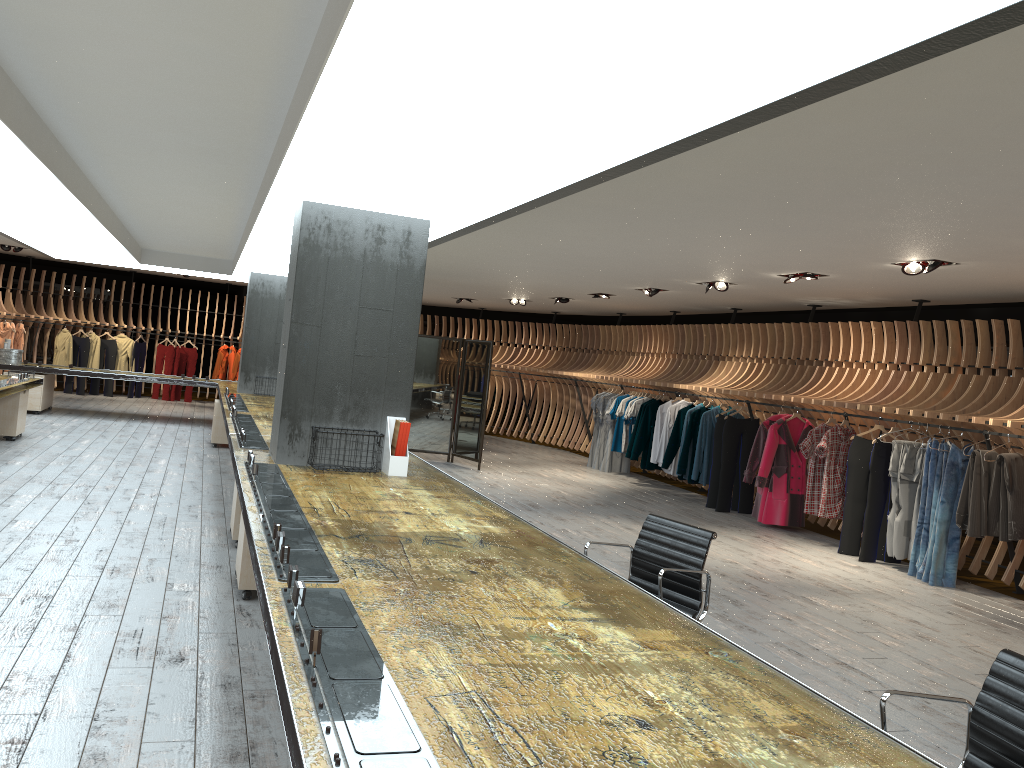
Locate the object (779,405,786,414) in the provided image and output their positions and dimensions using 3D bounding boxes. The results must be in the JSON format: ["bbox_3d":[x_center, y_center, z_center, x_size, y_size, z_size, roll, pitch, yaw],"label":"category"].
[{"bbox_3d":[3.226,0.381,10.590,0.525,0.270,0.012,6,0,-19],"label":"object"}]

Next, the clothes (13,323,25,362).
[{"bbox_3d":[-9.885,-0.643,17.715,0.447,1.156,0.125,6,0,36],"label":"clothes"}]

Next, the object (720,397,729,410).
[{"bbox_3d":[2.819,0.312,11.788,0.525,0.270,0.012,6,0,-9],"label":"object"}]

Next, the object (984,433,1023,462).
[{"bbox_3d":[4.281,0.552,7.629,0.547,0.262,0.023,6,0,-18],"label":"object"}]

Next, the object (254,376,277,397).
[{"bbox_3d":[-3.527,0.045,12.968,0.459,0.289,0.330,6,1,-16],"label":"object"}]

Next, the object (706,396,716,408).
[{"bbox_3d":[2.729,0.297,12.100,0.525,0.270,0.012,6,0,-19],"label":"object"}]

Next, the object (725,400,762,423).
[{"bbox_3d":[2.971,0.340,11.335,0.525,0.270,0.012,6,0,-14],"label":"object"}]

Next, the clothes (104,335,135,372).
[{"bbox_3d":[-8.418,-0.615,19.036,0.705,0.889,0.250,6,0,2],"label":"clothes"}]

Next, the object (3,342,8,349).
[{"bbox_3d":[-8.021,-0.607,14.032,0.062,0.109,0.062,6,1,37],"label":"object"}]

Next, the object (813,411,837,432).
[{"bbox_3d":[3.518,0.429,9.746,0.525,0.270,0.012,6,0,-19],"label":"object"}]

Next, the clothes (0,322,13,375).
[{"bbox_3d":[-10.059,-0.657,17.495,0.447,1.156,0.125,6,0,16],"label":"clothes"}]

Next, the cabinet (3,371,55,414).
[{"bbox_3d":[-7.887,0.120,14.460,0.593,0.630,1.132,6,1,-19],"label":"cabinet"}]

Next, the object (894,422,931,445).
[{"bbox_3d":[3.925,0.488,8.572,0.548,0.250,0.023,6,0,-18],"label":"object"}]

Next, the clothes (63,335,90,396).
[{"bbox_3d":[-9.097,-0.346,18.546,0.539,1.352,0.087,6,0,15],"label":"clothes"}]

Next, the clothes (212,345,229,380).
[{"bbox_3d":[-6.515,-0.445,19.893,0.201,0.881,0.839,6,1,-4],"label":"clothes"}]

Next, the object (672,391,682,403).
[{"bbox_3d":[2.431,0.243,12.930,0.525,0.270,0.012,6,0,-14],"label":"object"}]

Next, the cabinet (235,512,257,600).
[{"bbox_3d":[-1.174,1.020,5.767,1.131,0.630,0.594,6,1,-19],"label":"cabinet"}]

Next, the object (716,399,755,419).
[{"bbox_3d":[2.922,0.331,11.508,0.525,0.270,0.012,6,0,6],"label":"object"}]

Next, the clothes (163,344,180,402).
[{"bbox_3d":[-7.519,-0.195,19.563,0.552,1.337,0.093,6,0,41],"label":"clothes"}]

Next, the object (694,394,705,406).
[{"bbox_3d":[2.613,0.279,12.393,0.525,0.270,0.012,6,0,-14],"label":"object"}]

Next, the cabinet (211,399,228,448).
[{"bbox_3d":[-3.700,0.602,12.726,1.131,0.630,0.594,6,1,-19],"label":"cabinet"}]

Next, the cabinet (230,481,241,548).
[{"bbox_3d":[-1.614,0.946,7.045,1.131,0.630,0.594,6,1,-19],"label":"cabinet"}]

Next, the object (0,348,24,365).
[{"bbox_3d":[-8.023,-0.437,14.187,0.302,0.239,0.498,6,1,-19],"label":"object"}]

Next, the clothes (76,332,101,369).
[{"bbox_3d":[-8.908,-0.657,18.694,0.705,0.889,0.250,6,0,22],"label":"clothes"}]

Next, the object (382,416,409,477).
[{"bbox_3d":[-0.797,0.430,6.142,0.129,0.383,0.240,6,1,-19],"label":"object"}]

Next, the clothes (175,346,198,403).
[{"bbox_3d":[-7.253,-0.169,19.672,0.552,1.337,0.093,6,0,21],"label":"clothes"}]

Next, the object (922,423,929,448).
[{"bbox_3d":[3.960,0.490,8.469,0.023,0.243,0.549,6,1,32],"label":"object"}]

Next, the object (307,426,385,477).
[{"bbox_3d":[-1.118,0.451,5.973,0.459,0.289,0.330,6,1,-21],"label":"object"}]

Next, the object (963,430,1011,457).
[{"bbox_3d":[4.192,0.529,7.800,0.549,0.243,0.023,6,0,-18],"label":"object"}]

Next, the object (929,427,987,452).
[{"bbox_3d":[4.101,0.522,8.111,0.548,0.256,0.023,6,0,6],"label":"object"}]

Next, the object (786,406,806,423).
[{"bbox_3d":[3.327,0.397,10.365,0.525,0.270,0.012,6,0,-9],"label":"object"}]

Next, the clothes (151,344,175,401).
[{"bbox_3d":[-7.670,-0.210,19.494,0.552,1.337,0.093,6,0,26],"label":"clothes"}]

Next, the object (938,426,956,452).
[{"bbox_3d":[4.044,0.507,8.219,0.023,0.243,0.549,6,1,42],"label":"object"}]

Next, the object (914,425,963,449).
[{"bbox_3d":[4.016,0.500,8.322,0.549,0.243,0.023,6,0,-13],"label":"object"}]

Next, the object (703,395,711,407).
[{"bbox_3d":[2.676,0.288,12.199,0.525,0.270,0.012,6,0,-19],"label":"object"}]

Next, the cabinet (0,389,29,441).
[{"bbox_3d":[-6.685,0.322,10.961,1.131,0.630,0.594,6,1,-19],"label":"cabinet"}]

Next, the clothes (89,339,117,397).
[{"bbox_3d":[-8.694,-0.310,18.867,0.539,1.352,0.087,6,0,5],"label":"clothes"}]

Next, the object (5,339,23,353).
[{"bbox_3d":[-7.951,-0.608,14.147,0.262,0.204,0.088,6,0,-21],"label":"object"}]

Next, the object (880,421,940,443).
[{"bbox_3d":[3.894,0.479,8.663,0.549,0.243,0.023,6,0,17],"label":"object"}]

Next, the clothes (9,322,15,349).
[{"bbox_3d":[-9.990,-0.651,17.589,0.447,1.156,0.125,6,0,41],"label":"clothes"}]

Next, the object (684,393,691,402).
[{"bbox_3d":[2.508,0.256,12.709,0.525,0.270,0.012,6,0,-19],"label":"object"}]

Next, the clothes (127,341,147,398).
[{"bbox_3d":[-8.136,-0.263,19.249,0.087,1.352,0.539,6,0,5],"label":"clothes"}]

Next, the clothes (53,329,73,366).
[{"bbox_3d":[-9.296,-0.691,18.338,0.705,0.889,0.250,6,0,32],"label":"clothes"}]

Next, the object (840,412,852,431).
[{"bbox_3d":[3.581,0.448,9.543,0.524,0.286,0.015,5,1,-34],"label":"object"}]
